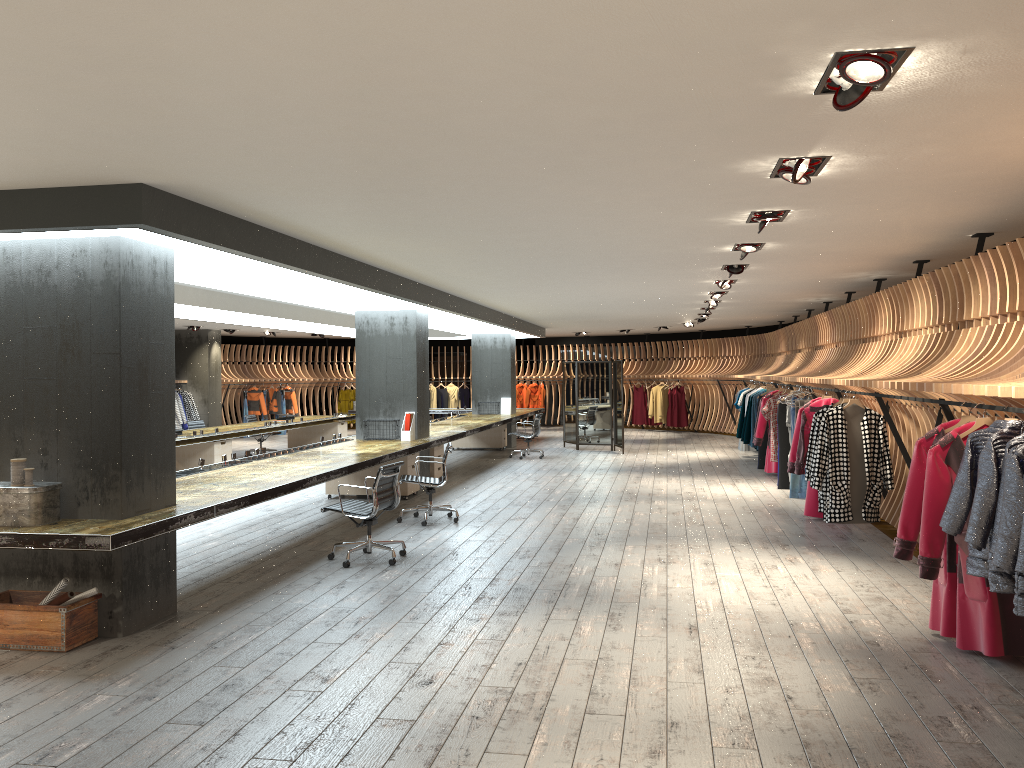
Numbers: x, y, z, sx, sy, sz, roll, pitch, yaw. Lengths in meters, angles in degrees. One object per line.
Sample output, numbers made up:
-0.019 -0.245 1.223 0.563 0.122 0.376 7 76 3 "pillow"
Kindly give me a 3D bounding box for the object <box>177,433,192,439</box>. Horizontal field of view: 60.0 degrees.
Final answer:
-4.831 0.758 12.888 0.302 0.074 0.217 -1 1 4 "object"

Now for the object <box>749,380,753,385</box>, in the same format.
5.047 0.059 18.720 0.525 0.270 0.012 0 0 25 "object"

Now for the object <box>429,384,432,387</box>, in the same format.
-2.470 0.039 27.049 0.012 0.270 0.525 0 0 -35 "object"

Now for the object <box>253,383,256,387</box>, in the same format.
-6.971 0.116 23.994 0.525 0.270 0.012 0 0 25 "object"

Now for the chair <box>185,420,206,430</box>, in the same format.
-5.416 1.079 15.794 0.667 0.859 0.693 -1 0 6 "chair"

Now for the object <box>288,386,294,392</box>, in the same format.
-6.294 0.099 24.904 0.525 0.270 0.012 0 0 40 "object"

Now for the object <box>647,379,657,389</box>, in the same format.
3.942 0.005 24.524 0.525 0.270 0.012 -1 0 -25 "object"

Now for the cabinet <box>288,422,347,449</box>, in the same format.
-4.196 1.143 19.171 1.131 0.630 0.593 0 0 10 "cabinet"

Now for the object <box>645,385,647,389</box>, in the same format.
3.742 0.004 24.760 0.012 0.270 0.525 -1 0 5 "object"

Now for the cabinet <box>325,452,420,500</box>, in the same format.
-1.872 1.203 11.938 1.131 0.630 0.593 0 0 10 "cabinet"

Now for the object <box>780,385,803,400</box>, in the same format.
3.965 0.142 12.483 0.012 0.270 0.525 0 0 -40 "object"

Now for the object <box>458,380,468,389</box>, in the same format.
-1.481 0.024 27.140 0.012 0.270 0.525 -1 0 35 "object"

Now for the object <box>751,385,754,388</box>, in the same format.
4.872 0.079 17.841 0.523 0.289 0.015 0 0 20 "object"

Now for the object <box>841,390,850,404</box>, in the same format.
3.286 0.195 8.668 0.525 0.270 0.012 0 0 10 "object"

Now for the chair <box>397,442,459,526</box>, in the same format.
-0.961 1.103 9.917 0.667 0.859 0.693 -1 0 -14 "chair"

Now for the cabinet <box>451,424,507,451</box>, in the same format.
-0.716 1.107 19.257 1.131 0.630 0.593 0 0 10 "cabinet"

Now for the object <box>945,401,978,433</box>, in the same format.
2.728 0.238 5.284 0.525 0.270 0.012 0 0 40 "object"

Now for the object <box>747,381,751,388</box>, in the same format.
5.015 0.061 18.579 0.525 0.270 0.012 -1 0 0 "object"

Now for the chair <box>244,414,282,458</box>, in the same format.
-5.045 1.050 17.973 0.667 0.859 0.693 -1 0 -4 "chair"

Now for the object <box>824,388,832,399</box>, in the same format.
3.465 0.182 9.717 0.525 0.270 0.012 0 0 40 "object"

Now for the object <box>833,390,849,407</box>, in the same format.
3.370 0.191 8.984 0.525 0.270 0.012 0 0 30 "object"

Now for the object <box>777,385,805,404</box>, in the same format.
3.936 0.145 12.271 0.525 0.270 0.012 0 0 10 "object"

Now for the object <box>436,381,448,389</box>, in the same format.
-2.166 0.035 27.080 0.525 0.270 0.012 0 0 35 "object"

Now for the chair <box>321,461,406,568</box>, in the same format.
-1.311 1.130 7.869 0.667 0.859 0.693 -1 0 6 "chair"

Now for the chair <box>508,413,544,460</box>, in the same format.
0.273 1.006 17.237 0.667 0.859 0.693 -1 0 6 "chair"

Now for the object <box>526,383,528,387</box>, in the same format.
0.435 0.011 26.915 0.012 0.270 0.525 -1 0 15 "object"

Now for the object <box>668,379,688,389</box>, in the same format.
4.441 0.009 23.744 0.525 0.270 0.012 0 0 10 "object"

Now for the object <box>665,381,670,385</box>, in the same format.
4.225 0.003 24.082 0.525 0.270 0.012 -1 0 -40 "object"

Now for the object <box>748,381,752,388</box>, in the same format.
4.999 0.063 18.443 0.525 0.270 0.012 0 0 25 "object"

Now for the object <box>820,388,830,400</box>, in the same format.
3.555 0.177 10.028 0.525 0.270 0.012 0 0 30 "object"

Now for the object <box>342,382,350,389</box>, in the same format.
-4.892 0.075 26.104 0.525 0.270 0.012 0 0 40 "object"

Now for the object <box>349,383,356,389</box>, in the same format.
-4.741 0.072 26.207 0.525 0.270 0.012 0 0 40 "object"

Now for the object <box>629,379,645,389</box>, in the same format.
3.562 0.004 24.960 0.525 0.270 0.012 0 0 10 "object"

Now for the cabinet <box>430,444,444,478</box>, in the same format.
-1.639 1.185 13.270 1.131 0.630 0.593 0 0 10 "cabinet"

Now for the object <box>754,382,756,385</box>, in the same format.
4.932 0.070 17.967 0.525 0.270 0.012 0 0 35 "object"

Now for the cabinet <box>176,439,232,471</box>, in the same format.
-5.091 1.211 14.041 1.131 0.630 0.593 0 0 10 "cabinet"

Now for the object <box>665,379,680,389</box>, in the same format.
4.357 0.008 23.881 0.525 0.270 0.012 -1 0 -15 "object"

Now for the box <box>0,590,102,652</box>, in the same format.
-2.942 1.465 5.484 0.664 0.282 0.341 0 0 10 "box"

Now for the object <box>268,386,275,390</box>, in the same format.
-6.630 0.110 24.479 0.525 0.270 0.012 0 0 30 "object"

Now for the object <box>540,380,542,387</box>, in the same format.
0.889 0.008 26.757 0.012 0.270 0.525 -1 0 -10 "object"

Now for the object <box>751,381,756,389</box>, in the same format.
4.881 0.074 17.732 0.525 0.270 0.012 0 0 15 "object"

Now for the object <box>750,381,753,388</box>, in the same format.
4.988 0.065 18.268 0.525 0.270 0.012 -1 0 -5 "object"

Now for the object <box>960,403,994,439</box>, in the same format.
2.688 0.252 5.014 0.523 0.291 0.015 0 0 20 "object"

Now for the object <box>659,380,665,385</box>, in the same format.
4.113 0.002 24.273 0.525 0.270 0.012 0 0 10 "object"

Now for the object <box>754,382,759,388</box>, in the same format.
4.827 0.074 17.430 0.525 0.270 0.012 -1 0 -5 "object"

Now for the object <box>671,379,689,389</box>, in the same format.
4.483 0.010 23.652 0.525 0.270 0.012 -1 0 -15 "object"

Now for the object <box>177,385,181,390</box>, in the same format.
-7.895 0.186 21.108 0.518 0.313 0.012 -1 0 10 "object"

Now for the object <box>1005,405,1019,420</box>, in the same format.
2.601 0.222 4.613 0.010 0.226 0.440 0 0 -30 "object"
